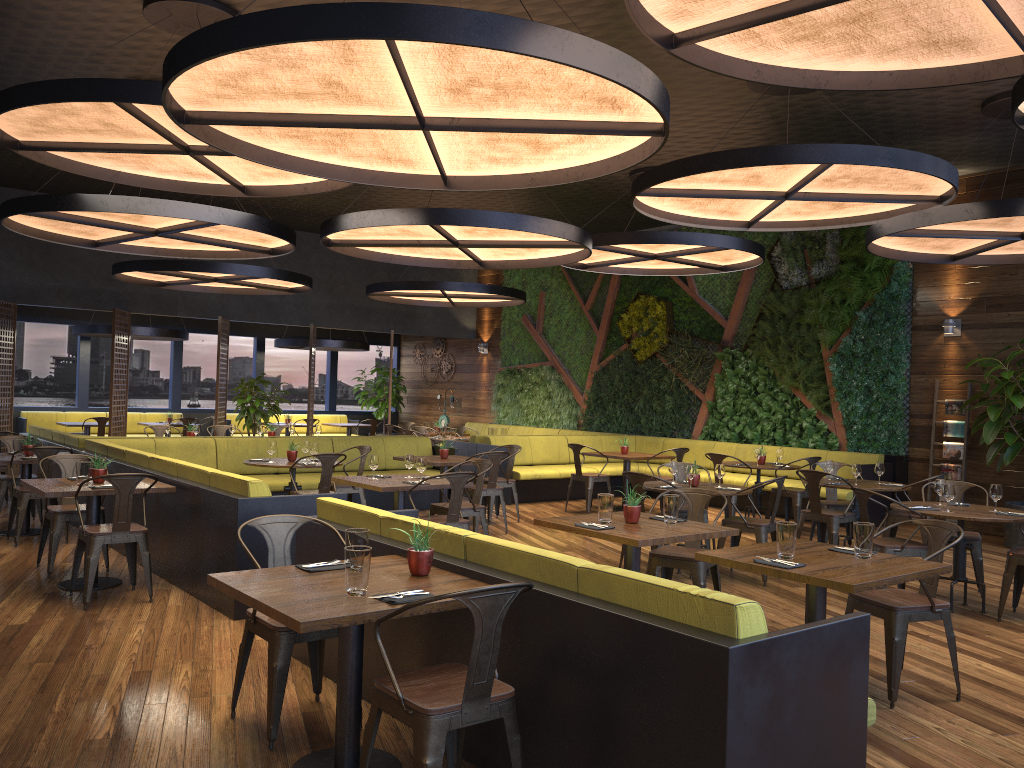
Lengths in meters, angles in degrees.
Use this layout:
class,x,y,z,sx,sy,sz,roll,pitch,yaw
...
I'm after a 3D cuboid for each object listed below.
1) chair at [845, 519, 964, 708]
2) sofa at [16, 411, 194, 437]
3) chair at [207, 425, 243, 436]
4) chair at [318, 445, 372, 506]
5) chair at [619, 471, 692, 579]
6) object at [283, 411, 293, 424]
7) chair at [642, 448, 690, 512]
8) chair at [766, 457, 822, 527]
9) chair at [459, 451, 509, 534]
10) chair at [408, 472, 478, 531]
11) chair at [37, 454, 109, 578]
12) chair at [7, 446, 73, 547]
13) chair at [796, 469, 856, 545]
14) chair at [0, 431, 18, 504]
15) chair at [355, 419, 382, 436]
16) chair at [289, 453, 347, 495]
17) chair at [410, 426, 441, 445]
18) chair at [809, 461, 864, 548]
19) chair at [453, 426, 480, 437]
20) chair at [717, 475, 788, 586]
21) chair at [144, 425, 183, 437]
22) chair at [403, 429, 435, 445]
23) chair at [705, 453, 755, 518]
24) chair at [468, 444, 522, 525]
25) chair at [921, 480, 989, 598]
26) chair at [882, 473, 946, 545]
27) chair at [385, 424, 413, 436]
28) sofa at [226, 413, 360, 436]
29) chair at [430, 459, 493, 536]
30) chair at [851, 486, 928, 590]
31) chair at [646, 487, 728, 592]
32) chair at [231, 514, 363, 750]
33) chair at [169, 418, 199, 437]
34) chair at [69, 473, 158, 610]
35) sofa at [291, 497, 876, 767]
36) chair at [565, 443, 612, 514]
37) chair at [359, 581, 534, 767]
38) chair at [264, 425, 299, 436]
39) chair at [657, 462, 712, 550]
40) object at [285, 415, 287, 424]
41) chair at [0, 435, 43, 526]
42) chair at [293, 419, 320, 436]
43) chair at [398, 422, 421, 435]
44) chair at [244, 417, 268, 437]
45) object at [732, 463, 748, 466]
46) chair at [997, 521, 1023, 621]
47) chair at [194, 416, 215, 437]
class,x,y,z,sx,sy,sz,roll,pitch,yaw
chair,2.131,1.207,4.828,0.541,0.917,0.504,2,-1,-20
sofa,-7.858,1.015,17.289,3.061,0.914,0.966,2,-1,-38
chair,-4.309,1.086,13.320,0.504,0.917,0.541,2,-1,-38
chair,-1.816,1.128,9.609,0.541,0.917,0.504,2,-1,-38
chair,1.223,1.207,7.648,0.541,0.917,0.504,2,-1,-38
object,-4.598,0.687,18.189,0.238,0.271,0.260,2,-1,-17
chair,2.019,1.273,11.594,0.504,0.917,0.541,2,-1,-38
chair,3.396,1.307,10.610,0.504,0.917,0.541,2,-1,-38
chair,-0.325,1.178,9.743,0.504,0.917,0.541,2,-1,-38
chair,-0.574,1.144,7.171,0.504,0.917,0.541,2,-1,-38
chair,-3.568,1.047,7.219,0.504,0.917,0.541,2,-1,-38
chair,-4.456,1.030,8.369,0.504,0.917,0.541,2,-1,-38
chair,3.010,1.273,8.512,0.541,0.917,0.504,2,-1,-38
chair,-6.150,0.997,10.481,0.504,0.917,0.541,2,-1,-38
chair,-3.009,1.181,18.553,0.504,0.917,0.541,2,-1,-38
chair,-1.926,1.116,8.733,0.504,0.917,0.541,2,-1,-38
chair,-1.479,1.197,15.247,0.504,0.917,0.541,2,-1,-38
chair,3.434,1.296,9.369,0.504,0.917,0.541,2,-1,1
chair,-0.798,1.224,15.785,0.504,0.917,0.541,2,-1,-38
chair,2.099,1.236,7.713,0.541,0.917,0.504,1,-1,33
chair,-5.020,1.057,12.759,0.504,0.917,0.541,2,-1,-38
chair,-1.490,1.187,14.273,0.541,0.917,0.504,2,-1,-38
chair,2.595,1.281,10.642,0.541,0.917,0.504,2,-1,-38
chair,-0.180,1.192,10.683,0.541,0.917,0.504,2,-1,-38
chair,3.675,1.283,7.378,0.504,0.917,0.541,2,-1,24
chair,3.886,1.302,8.578,0.541,0.917,0.504,1,-1,33
chair,-2.038,1.188,16.112,0.541,0.917,0.504,2,-1,-38
sofa,-4.885,1.135,19.636,3.061,0.914,0.966,2,-1,-38
chair,-0.467,1.157,8.147,0.541,0.917,0.504,2,-1,-38
chair,2.872,1.251,6.771,0.541,0.917,0.504,2,-1,-8
chair,1.185,1.189,6.066,0.504,0.917,0.541,2,-1,29
chair,-1.002,1.099,4.112,0.504,0.917,0.541,2,-1,-38
chair,-6.017,1.060,16.178,0.504,0.917,0.541,2,-1,-38
chair,-2.797,1.062,6.241,0.504,0.917,0.541,2,-1,-38
sofa,0.078,1.138,4.182,0.966,0.914,3.061,2,-1,-38
chair,1.004,1.241,11.715,0.541,0.917,0.504,2,-1,-38
chair,-0.220,1.114,3.120,0.504,0.917,0.541,2,-1,-38
chair,-3.602,1.114,13.878,0.504,0.917,0.541,2,-1,-38
chair,1.647,1.229,8.504,0.504,0.917,0.541,2,-1,1
object,-4.661,0.733,18.362,0.102,0.178,0.102,1,-1,37
chair,-5.228,1.015,9.348,0.504,0.917,0.541,2,-1,-38
chair,-4.131,1.136,17.667,0.504,0.917,0.541,2,-1,-38
chair,-1.929,1.202,17.149,0.504,0.917,0.541,2,-1,-38
chair,-5.127,1.105,17.833,0.541,0.917,0.504,2,-1,-38
object,2.819,0.981,10.830,0.255,0.019,0.157,2,-1,-40
chair,3.898,1.281,6.449,0.541,0.917,0.504,1,-1,43
chair,-5.965,1.071,17.094,0.541,0.917,0.504,2,-1,-38
